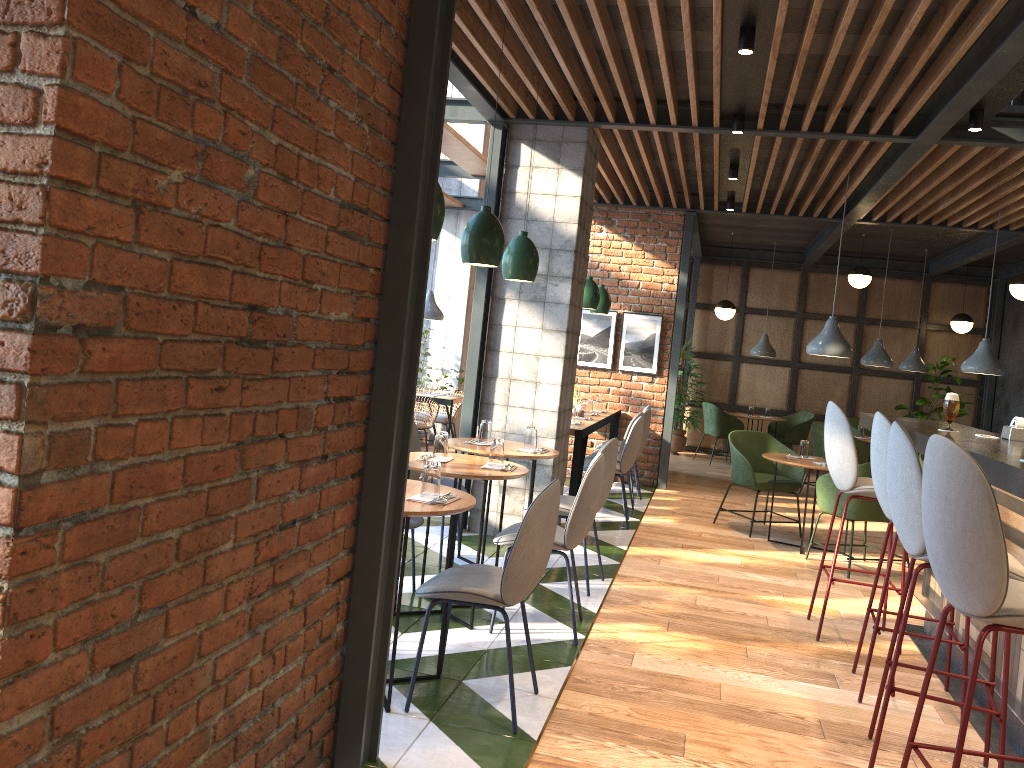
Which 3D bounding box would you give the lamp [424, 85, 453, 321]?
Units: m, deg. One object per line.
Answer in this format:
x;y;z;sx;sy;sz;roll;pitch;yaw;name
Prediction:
-0.700;-2.947;9.779;0.352;4.490;0.354;6;0;-42;lamp

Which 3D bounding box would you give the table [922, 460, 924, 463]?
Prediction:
4.045;1.082;7.851;0.806;0.687;0.809;5;2;-28;table

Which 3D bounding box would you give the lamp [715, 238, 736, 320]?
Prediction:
3.001;-2.729;11.712;0.267;3.794;0.269;6;0;-34;lamp

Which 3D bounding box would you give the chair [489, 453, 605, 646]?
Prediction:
0.163;0.754;4.359;0.508;0.887;0.418;6;1;9;chair

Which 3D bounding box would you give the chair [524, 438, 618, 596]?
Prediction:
0.334;0.728;5.233;0.508;0.887;0.418;6;1;19;chair

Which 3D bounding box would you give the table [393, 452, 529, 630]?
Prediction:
-0.301;0.771;4.469;0.698;0.747;0.701;5;2;-35;table

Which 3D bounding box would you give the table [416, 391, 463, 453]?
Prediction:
-1.208;0.436;9.700;1.273;0.706;0.658;6;1;13;table

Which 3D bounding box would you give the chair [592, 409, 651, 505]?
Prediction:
1.012;0.644;8.326;0.508;0.887;0.418;6;1;20;chair

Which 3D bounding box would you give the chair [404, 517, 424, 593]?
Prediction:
-0.709;0.653;4.566;0.508;0.887;0.418;6;1;14;chair

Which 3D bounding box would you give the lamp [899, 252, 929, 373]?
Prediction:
5.409;-2.396;11.421;0.352;4.490;0.354;6;0;-42;lamp

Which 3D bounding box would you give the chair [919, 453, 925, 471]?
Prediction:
4.193;1.002;8.444;0.639;0.818;0.515;6;1;13;chair

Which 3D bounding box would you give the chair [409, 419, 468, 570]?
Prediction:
-0.523;0.627;5.465;0.508;0.887;0.418;6;1;14;chair

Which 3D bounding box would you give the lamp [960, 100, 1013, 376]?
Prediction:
4.403;-2.322;7.855;0.352;4.490;0.354;6;0;-42;lamp

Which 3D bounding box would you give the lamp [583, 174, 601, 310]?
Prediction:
0.795;-1.701;8.172;0.224;2.021;0.223;6;0;16;lamp

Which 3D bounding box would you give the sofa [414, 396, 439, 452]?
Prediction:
-1.332;0.438;9.152;1.093;0.733;0.470;6;1;13;sofa

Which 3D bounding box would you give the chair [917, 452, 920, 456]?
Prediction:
4.529;0.941;10.365;0.514;0.818;0.640;5;1;-27;chair

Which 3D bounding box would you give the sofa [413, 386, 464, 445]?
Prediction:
-1.080;0.409;10.252;1.093;0.733;0.470;6;1;13;sofa

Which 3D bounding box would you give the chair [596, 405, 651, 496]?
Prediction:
1.096;0.625;8.868;0.508;0.887;0.418;6;1;9;chair

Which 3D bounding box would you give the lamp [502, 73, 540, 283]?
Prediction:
0.144;-1.627;5.332;0.224;2.021;0.223;6;0;16;lamp

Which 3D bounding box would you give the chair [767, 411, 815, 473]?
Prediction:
3.858;0.773;12.334;0.514;0.818;0.639;6;1;-12;chair

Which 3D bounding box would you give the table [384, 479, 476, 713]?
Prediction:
-0.527;0.796;3.481;0.698;0.747;0.701;5;2;-31;table

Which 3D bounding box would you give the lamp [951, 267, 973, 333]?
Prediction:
6.141;-2.556;11.731;0.267;3.794;0.269;6;0;-34;lamp

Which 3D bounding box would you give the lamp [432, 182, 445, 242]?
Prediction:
-0.281;-1.578;3.477;0.224;2.021;0.223;6;0;16;lamp

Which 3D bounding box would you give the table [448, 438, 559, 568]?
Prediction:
-0.102;0.748;5.337;0.701;0.747;0.698;7;1;23;table

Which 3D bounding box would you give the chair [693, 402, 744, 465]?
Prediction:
2.859;0.682;12.099;0.514;0.818;0.639;6;1;-12;chair

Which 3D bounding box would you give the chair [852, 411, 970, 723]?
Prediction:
1.808;0.767;3.917;0.508;1.243;0.418;6;0;18;chair

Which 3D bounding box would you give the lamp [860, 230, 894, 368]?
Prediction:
4.390;-2.436;10.104;0.352;4.490;0.354;6;0;-42;lamp

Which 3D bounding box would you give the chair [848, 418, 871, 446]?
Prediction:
4.716;0.889;11.798;0.516;0.818;0.637;7;1;45;chair

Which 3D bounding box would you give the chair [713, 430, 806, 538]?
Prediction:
2.118;0.835;7.489;0.637;0.818;0.516;5;1;-22;chair

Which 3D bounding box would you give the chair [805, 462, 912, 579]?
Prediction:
2.532;0.932;6.399;0.637;0.818;0.516;6;1;-17;chair

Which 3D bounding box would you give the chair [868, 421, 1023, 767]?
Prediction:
1.565;0.779;3.171;0.508;1.243;0.417;6;0;24;chair

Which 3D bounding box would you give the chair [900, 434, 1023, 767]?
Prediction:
1.356;0.784;2.436;0.508;1.243;0.418;6;0;9;chair

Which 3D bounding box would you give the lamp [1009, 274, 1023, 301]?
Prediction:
5.396;-2.737;9.009;0.268;3.794;0.268;6;0;-15;lamp

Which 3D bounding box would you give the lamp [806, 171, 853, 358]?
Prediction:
2.731;-2.452;6.982;0.352;4.490;0.354;6;0;-42;lamp

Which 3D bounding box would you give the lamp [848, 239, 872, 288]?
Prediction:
4.393;-3.044;10.724;0.268;3.794;0.268;6;0;-8;lamp

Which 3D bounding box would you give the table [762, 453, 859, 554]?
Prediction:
2.352;0.950;6.984;0.809;0.687;0.806;8;2;43;table

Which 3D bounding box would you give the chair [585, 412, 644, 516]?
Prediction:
0.863;0.656;7.772;0.508;0.887;0.418;6;1;19;chair

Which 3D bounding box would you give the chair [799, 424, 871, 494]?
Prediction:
3.625;0.872;9.878;0.514;0.818;0.640;5;1;-32;chair

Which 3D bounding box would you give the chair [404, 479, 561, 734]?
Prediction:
-0.107;0.774;3.381;0.508;0.887;0.418;6;1;14;chair

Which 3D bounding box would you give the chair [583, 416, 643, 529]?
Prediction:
0.775;0.675;7.204;0.508;0.887;0.418;6;1;9;chair

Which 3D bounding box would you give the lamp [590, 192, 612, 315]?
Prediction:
0.994;-1.723;9.040;0.224;2.021;0.223;6;0;16;lamp

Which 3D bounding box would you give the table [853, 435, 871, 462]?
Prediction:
4.049;0.970;10.114;0.805;0.687;0.810;5;2;-36;table

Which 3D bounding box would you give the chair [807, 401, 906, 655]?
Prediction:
1.892;0.735;4.747;0.508;1.243;0.418;6;0;13;chair

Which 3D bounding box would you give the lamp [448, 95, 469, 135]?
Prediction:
-0.409;-4.501;9.326;0.269;3.794;0.268;6;0;33;lamp

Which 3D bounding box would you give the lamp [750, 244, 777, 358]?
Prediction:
3.686;-2.613;12.188;0.352;4.490;0.354;6;0;-42;lamp

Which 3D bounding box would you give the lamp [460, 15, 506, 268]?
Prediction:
-0.055;-1.604;4.464;0.224;2.021;0.223;6;0;16;lamp
